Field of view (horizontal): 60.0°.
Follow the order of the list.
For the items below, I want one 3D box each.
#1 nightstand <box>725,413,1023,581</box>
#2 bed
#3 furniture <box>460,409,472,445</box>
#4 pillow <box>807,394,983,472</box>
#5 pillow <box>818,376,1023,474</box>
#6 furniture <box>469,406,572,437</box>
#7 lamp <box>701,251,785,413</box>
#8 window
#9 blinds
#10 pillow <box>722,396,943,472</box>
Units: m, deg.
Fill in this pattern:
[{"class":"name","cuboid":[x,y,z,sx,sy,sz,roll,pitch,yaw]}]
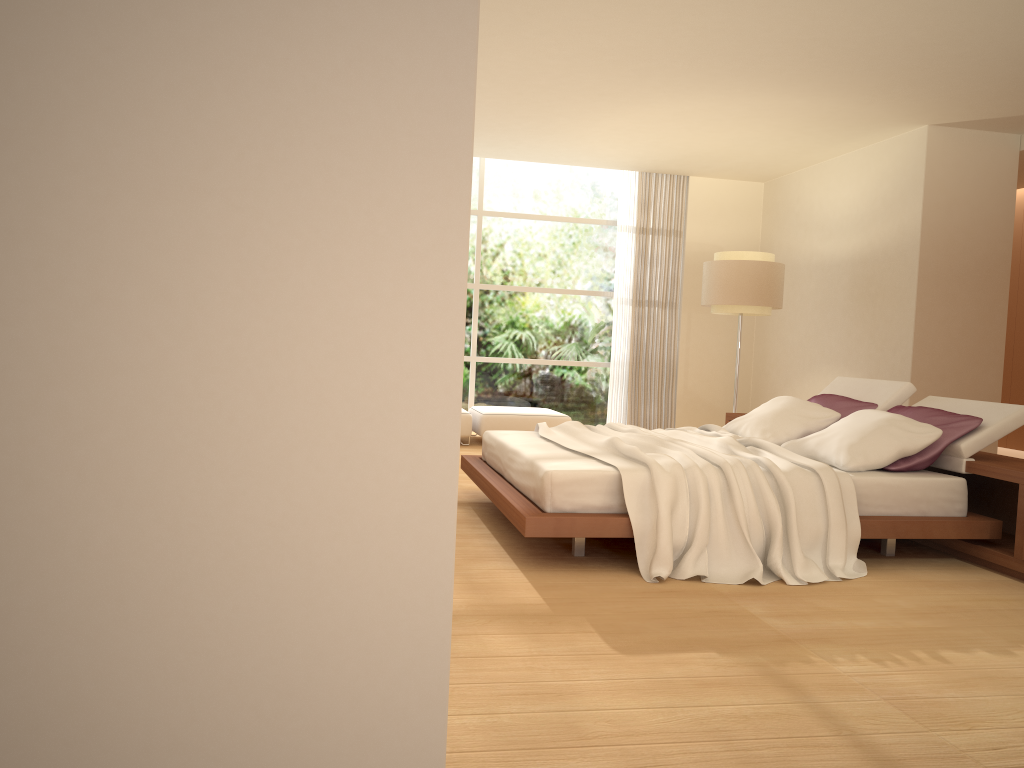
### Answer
[{"class":"nightstand","cuboid":[2.487,0.642,5.673,0.493,0.539,4.220,2,3,-11]},{"class":"bed","cuboid":[1.109,0.577,5.340,2.535,0.570,2.599,2,3,-11]},{"class":"furniture","cuboid":[-0.953,0.405,9.266,0.965,0.346,0.964,2,3,-11]},{"class":"pillow","cuboid":[2.126,0.274,5.574,0.575,0.369,1.683,2,3,-11]},{"class":"pillow","cuboid":[2.450,0.214,5.644,0.461,0.457,1.779,2,3,-12]},{"class":"furniture","cuboid":[0.062,0.444,9.469,0.965,0.346,0.964,2,3,-11]},{"class":"lamp","cuboid":[2.210,-0.252,8.659,0.817,2.018,0.817,4,3,32]},{"class":"window","cuboid":[-0.414,-1.131,10.275,4.781,3.371,0.071,2,3,-11]},{"class":"blinds","cuboid":[1.585,-1.031,10.362,0.814,3.351,0.202,2,3,-12]},{"class":"pillow","cuboid":[1.862,0.279,5.514,0.561,0.339,1.720,2,3,-11]}]
